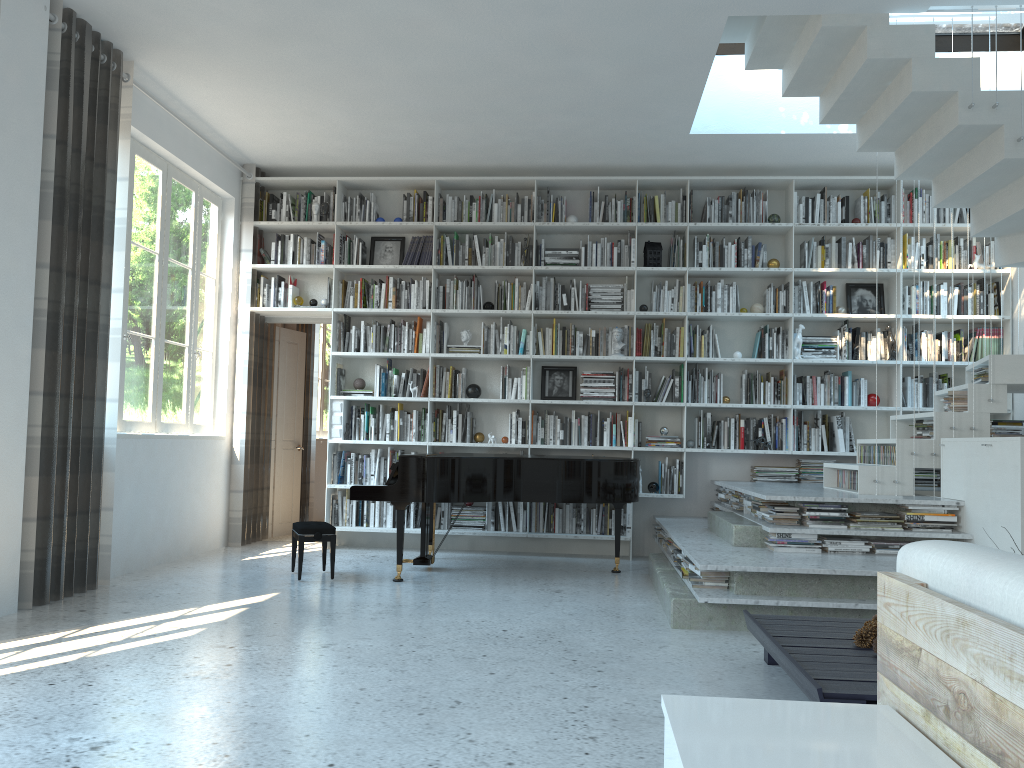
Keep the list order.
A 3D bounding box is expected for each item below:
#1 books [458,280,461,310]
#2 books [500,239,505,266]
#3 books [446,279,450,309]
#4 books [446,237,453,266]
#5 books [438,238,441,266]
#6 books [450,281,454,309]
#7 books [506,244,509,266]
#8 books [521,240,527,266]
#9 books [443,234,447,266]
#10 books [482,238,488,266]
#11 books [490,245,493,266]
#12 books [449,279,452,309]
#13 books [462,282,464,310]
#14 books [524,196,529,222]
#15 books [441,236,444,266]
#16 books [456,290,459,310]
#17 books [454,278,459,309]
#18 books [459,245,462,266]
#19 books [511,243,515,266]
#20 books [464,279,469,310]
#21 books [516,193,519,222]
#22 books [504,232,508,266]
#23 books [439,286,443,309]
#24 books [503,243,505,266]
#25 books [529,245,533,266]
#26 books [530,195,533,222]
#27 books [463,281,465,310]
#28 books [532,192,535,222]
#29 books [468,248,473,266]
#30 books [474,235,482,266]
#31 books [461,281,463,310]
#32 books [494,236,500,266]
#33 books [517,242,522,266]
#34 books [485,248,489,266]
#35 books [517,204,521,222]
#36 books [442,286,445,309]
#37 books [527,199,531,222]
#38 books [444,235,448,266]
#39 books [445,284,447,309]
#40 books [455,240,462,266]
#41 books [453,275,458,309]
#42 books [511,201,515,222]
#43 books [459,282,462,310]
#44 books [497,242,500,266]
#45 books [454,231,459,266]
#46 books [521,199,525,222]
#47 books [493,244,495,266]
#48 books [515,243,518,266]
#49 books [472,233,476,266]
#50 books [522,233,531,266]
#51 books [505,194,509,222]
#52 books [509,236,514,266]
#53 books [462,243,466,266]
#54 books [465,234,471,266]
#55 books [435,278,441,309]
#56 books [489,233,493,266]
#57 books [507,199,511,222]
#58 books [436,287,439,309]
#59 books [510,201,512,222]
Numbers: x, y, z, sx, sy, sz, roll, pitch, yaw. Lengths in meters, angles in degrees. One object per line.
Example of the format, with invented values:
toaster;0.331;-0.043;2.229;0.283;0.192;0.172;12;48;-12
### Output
books;-0.438;-0.735;7.539;0.009;0.263;0.189;1;-3;5
books;-0.081;-1.092;7.555;0.028;0.260;0.135;1;-3;5
books;-0.536;-0.744;7.567;0.026;0.279;0.151;1;-3;5
books;-0.526;-1.107;7.595;0.067;0.274;0.168;1;-3;5
books;-0.609;-1.101;7.582;0.023;0.256;0.175;1;-3;5
books;-0.501;-0.735;7.561;0.024;0.262;0.177;1;-3;5
books;-0.031;-1.067;7.557;0.024;0.213;0.150;1;-3;5
books;0.104;-1.091;7.528;0.055;0.263;0.167;1;-3;5
books;-0.574;-1.124;7.616;0.014;0.308;0.130;1;-3;5
books;-0.229;-1.097;7.568;0.027;0.265;0.168;1;-3;5
books;-0.163;-1.068;7.580;0.024;0.212;0.128;1;-3;5
books;-0.518;-0.742;7.561;0.012;0.276;0.157;1;-3;5
books;-0.404;-0.729;7.561;0.011;0.255;0.152;1;-3;5
books;0.125;-1.454;7.563;0.029;0.261;0.151;1;-3;5
books;-0.589;-1.113;7.595;0.013;0.283;0.159;1;-3;5
books;-0.454;-0.696;7.563;0.029;0.186;0.149;1;-3;5
books;-0.474;-0.746;7.550;0.010;0.283;0.184;1;-3;5
books;-0.429;-1.069;7.583;0.024;0.201;0.153;1;-3;5
books;0.016;-1.069;7.535;0.030;0.217;0.182;1;-3;5
books;-0.385;-0.741;7.550;0.011;0.279;0.169;1;-3;5
books;0.047;-1.469;7.558;0.013;0.285;0.159;1;-3;5
books;-0.049;-1.118;7.540;0.011;0.313;0.183;1;-3;5
books;-0.598;-0.717;7.592;0.029;0.224;0.136;1;-3;5
books;-0.062;-1.077;7.549;0.013;0.231;0.142;1;-3;5
books;0.164;-1.062;7.546;0.028;0.211;0.134;1;-3;5
books;0.171;-1.457;7.546;0.014;0.267;0.171;1;-3;5
books;-0.395;-0.733;7.545;0.009;0.261;0.180;1;-3;5
books;0.191;-1.468;7.540;0.026;0.288;0.176;1;-3;5
books;-0.348;-1.057;7.578;0.034;0.180;0.160;1;-3;5
books;-0.281;-1.109;7.558;0.075;0.285;0.178;1;-3;5
books;-0.414;-0.732;7.563;0.010;0.261;0.169;1;-3;5
books;-0.129;-1.105;7.566;0.026;0.286;0.137;1;-3;5
books;0.066;-1.077;7.550;0.024;0.237;0.153;1;-3;5
books;-0.204;-1.054;7.557;0.028;0.180;0.168;1;-3;5
books;0.067;-1.419;7.547;0.031;0.184;0.177;1;-3;5
books;-0.572;-0.713;7.588;0.024;0.219;0.140;1;-3;5
books;0.150;-1.437;7.539;0.026;0.225;0.172;1;-3;5
books;-0.564;-1.114;7.591;0.010;0.287;0.148;1;-3;5
books;-0.555;-0.724;7.574;0.012;0.240;0.134;1;-3;5
books;-0.456;-1.090;7.573;0.031;0.241;0.181;1;-3;5
books;-0.482;-0.761;7.573;0.011;0.317;0.154;1;-3;5
books;0.015;-1.428;7.541;0.026;0.200;0.187;1;-3;5
books;-0.427;-0.729;7.540;0.012;0.251;0.184;1;-3;5
books;-0.108;-1.076;7.538;0.021;0.226;0.191;1;-3;5
books;-0.477;-1.127;7.575;0.012;0.315;0.171;1;-3;5
books;0.096;-1.443;7.556;0.026;0.237;0.149;1;-3;5
books;-0.149;-1.067;7.552;0.010;0.208;0.173;1;-3;5
books;0.042;-1.071;7.537;0.022;0.222;0.161;1;-3;5
books;-0.323;-1.123;7.588;0.013;0.315;0.135;1;-3;5
books;0.120;-1.110;7.528;0.058;0.302;0.175;1;-3;5
books;-0.038;-1.462;7.555;0.014;0.266;0.192;1;-3;5
books;-0.007;-1.105;7.559;0.022;0.290;0.146;1;-3;5
books;-0.403;-1.077;7.574;0.029;0.218;0.158;1;-3;5
books;-0.376;-1.114;7.574;0.023;0.293;0.156;1;-3;5
books;-0.633;-0.748;7.589;0.012;0.285;0.159;1;-3;5
books;-0.182;-1.118;7.559;0.012;0.307;0.145;1;-3;5
books;-0.020;-1.442;7.559;0.021;0.228;0.161;1;-3;5
books;-0.622;-0.710;7.569;0.015;0.207;0.186;1;-3;5
books;-0.004;-1.432;7.545;0.013;0.207;0.178;1;-3;5
